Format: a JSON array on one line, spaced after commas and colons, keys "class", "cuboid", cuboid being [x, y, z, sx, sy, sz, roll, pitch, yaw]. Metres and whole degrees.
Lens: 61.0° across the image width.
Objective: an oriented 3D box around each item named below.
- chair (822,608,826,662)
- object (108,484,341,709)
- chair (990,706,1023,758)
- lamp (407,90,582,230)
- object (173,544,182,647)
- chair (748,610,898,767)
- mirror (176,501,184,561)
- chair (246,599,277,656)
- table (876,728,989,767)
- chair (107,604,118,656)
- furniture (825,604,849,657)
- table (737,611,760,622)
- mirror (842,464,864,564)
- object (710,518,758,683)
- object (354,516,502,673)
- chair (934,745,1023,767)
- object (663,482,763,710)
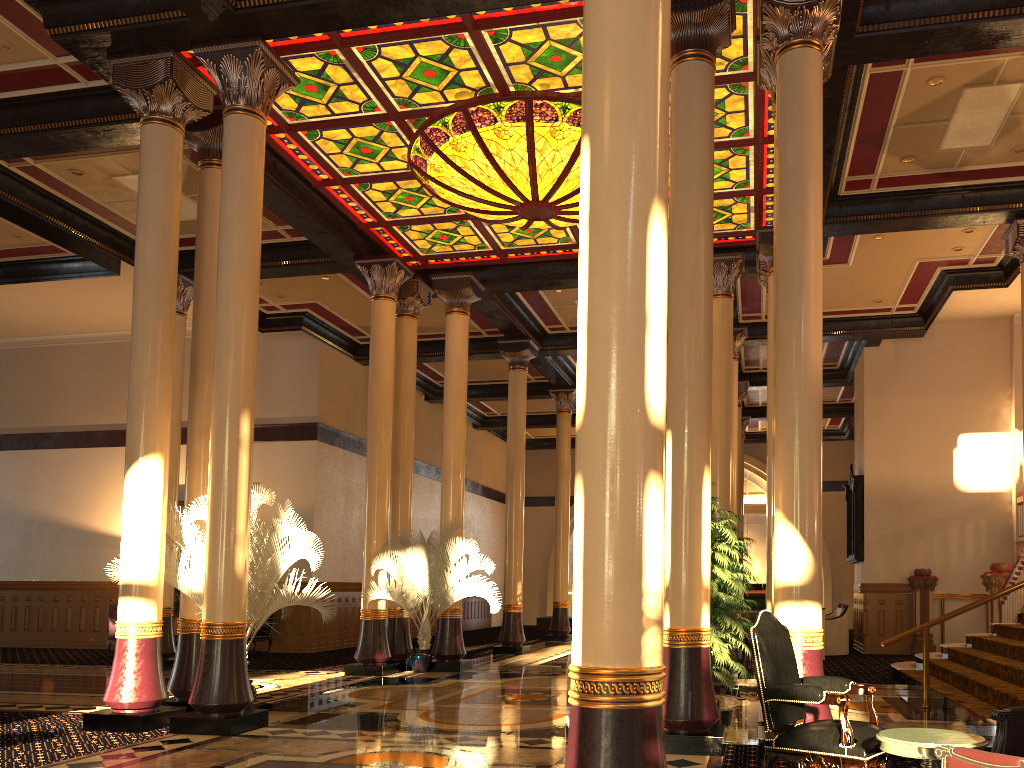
[{"class": "chair", "cuboid": [4.974, 4.290, 14.907, 0.747, 0.903, 1.001, -5, -10, 34]}, {"class": "object", "cuboid": [-2.506, 2.074, 8.471, 2.048, 2.234, 1.847, 0, -7, 2]}, {"class": "chair", "cuboid": [2.704, 1.727, 4.067, 0.659, 0.910, 0.679, 2, -7, -16]}, {"class": "lamp", "cuboid": [0.297, -2.280, 10.101, 2.949, 0.595, 3.106, -2, -13, 11]}, {"class": "object", "cuboid": [-6.027, 3.880, 15.956, 1.117, 2.129, 1.012, 3, -6, -28]}, {"class": "chair", "cuboid": [1.747, 1.829, 4.894, 0.722, 1.087, 0.772, -3, -7, 28]}, {"class": "mirror", "cuboid": [-6.029, 2.749, 16.713, 1.362, 1.538, 0.205, -1, -4, 12]}, {"class": "chair", "cuboid": [-4.696, 4.334, 15.628, 0.714, 1.087, 0.780, -5, -8, 38]}, {"class": "table", "cuboid": [1.904, 1.878, 3.946, 0.502, 0.550, 0.468, 6, -9, -36]}, {"class": "chair", "cuboid": [-6.694, 4.369, 15.427, 0.623, 0.910, 0.716, -4, -8, 34]}, {"class": "furniture", "cuboid": [6.035, 4.720, 16.784, 0.793, 0.931, 2.248, -2, -12, 15]}, {"class": "table", "cuboid": [4.740, 4.706, 16.469, 1.087, 0.763, 1.695, -2, -12, 14]}, {"class": "mirror", "cuboid": [6.859, 2.599, 17.496, 0.251, 1.964, 1.839, -1, -8, 16]}, {"class": "object", "cuboid": [2.706, 2.843, 11.429, 1.033, 2.129, 1.096, 0, -5, 2]}, {"class": "object", "cuboid": [-1.009, 3.021, 12.506, 1.786, 2.248, 2.149, -2, -8, 17]}, {"class": "chair", "cuboid": [1.989, 1.509, 3.153, 0.699, 0.910, 0.639, 3, -7, -16]}, {"class": "object", "cuboid": [1.599, 1.884, 7.386, 1.117, 2.129, 1.012, 3, -6, -28]}]
